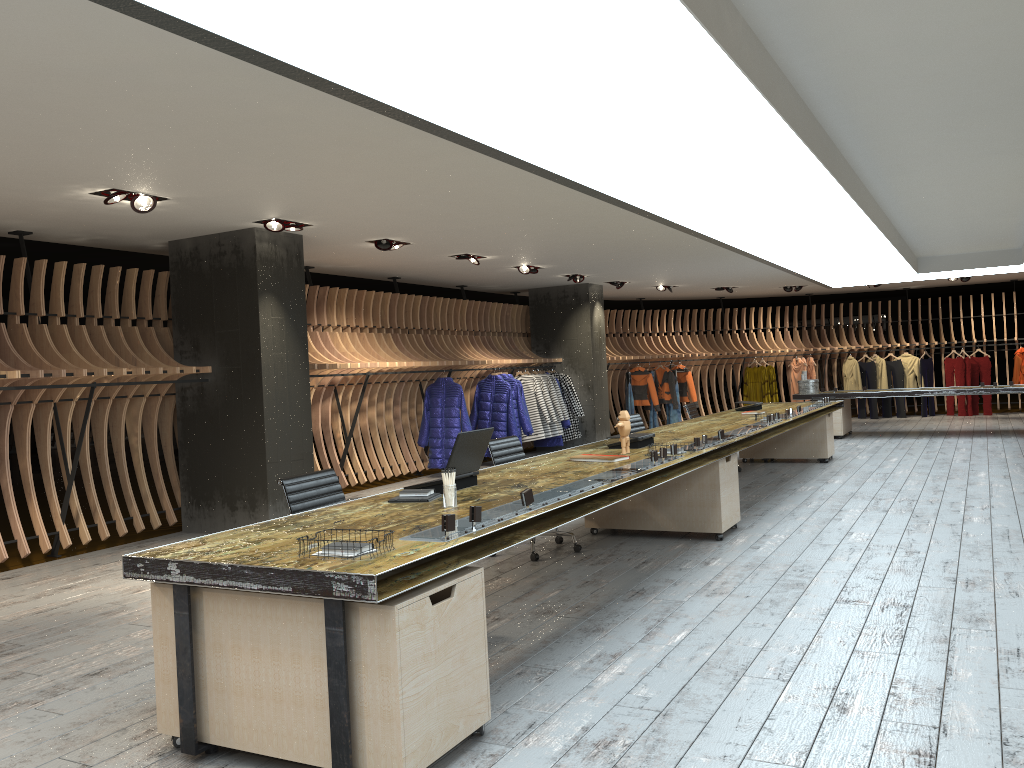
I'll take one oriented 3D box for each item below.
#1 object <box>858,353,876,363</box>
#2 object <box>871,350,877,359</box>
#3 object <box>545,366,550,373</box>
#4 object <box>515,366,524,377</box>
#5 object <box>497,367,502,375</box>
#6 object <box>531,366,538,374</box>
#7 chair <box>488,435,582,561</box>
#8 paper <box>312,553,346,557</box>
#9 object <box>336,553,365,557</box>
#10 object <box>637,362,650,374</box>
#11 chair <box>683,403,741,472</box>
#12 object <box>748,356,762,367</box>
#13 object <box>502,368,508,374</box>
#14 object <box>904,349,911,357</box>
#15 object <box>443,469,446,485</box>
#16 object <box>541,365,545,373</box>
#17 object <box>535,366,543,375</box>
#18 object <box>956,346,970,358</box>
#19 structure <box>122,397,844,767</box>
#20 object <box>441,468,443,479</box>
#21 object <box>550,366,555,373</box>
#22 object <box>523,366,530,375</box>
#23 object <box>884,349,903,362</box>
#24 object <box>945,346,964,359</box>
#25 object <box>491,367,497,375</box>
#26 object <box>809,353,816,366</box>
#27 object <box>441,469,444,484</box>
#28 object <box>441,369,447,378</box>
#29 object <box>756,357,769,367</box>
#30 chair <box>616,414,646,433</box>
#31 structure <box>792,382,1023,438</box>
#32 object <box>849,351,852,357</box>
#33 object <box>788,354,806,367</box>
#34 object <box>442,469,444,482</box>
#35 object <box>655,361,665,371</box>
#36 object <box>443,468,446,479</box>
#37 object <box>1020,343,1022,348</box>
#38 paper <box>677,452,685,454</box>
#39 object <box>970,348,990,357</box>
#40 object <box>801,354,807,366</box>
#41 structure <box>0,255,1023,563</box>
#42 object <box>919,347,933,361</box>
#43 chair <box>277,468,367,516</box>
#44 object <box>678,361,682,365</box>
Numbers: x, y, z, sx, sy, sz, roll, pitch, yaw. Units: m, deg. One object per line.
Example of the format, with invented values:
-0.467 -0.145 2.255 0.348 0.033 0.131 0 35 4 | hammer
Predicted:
7.497 -0.572 18.798 0.012 0.270 0.525 -3 0 -27 | object
7.695 -0.581 18.782 0.012 0.270 0.525 -3 0 -17 | object
0.619 -0.147 14.649 0.516 0.316 0.012 -3 0 28 | object
0.137 -0.121 13.734 0.517 0.313 0.012 -3 0 28 | object
-0.175 -0.109 13.171 0.523 0.291 0.012 -3 0 28 | object
0.370 -0.138 14.173 0.517 0.313 0.012 -3 0 28 | object
0.178 0.832 6.678 0.667 0.859 0.693 -3 0 19 | chair
-0.596 0.593 3.125 0.176 0.003 0.130 -3 1 26 | paper
-0.582 0.591 3.123 0.176 0.004 0.130 -2 1 33 | object
2.475 -0.302 17.274 0.525 0.270 0.012 -2 0 43 | object
2.475 0.662 10.956 0.667 0.859 0.693 -3 0 14 | chair
5.103 -0.448 18.635 0.012 0.270 0.525 -3 0 -32 | object
-0.106 -0.123 13.337 0.525 0.270 0.012 -3 0 28 | object
8.299 -0.612 18.664 0.012 0.270 0.525 -3 0 -37 | object
-0.308 0.475 4.098 0.007 0.170 0.030 -3 0 12 | object
0.495 -0.169 14.535 0.525 0.270 0.012 -3 0 28 | object
0.454 -0.145 14.331 0.517 0.313 0.012 -3 0 28 | object
9.318 -0.659 18.324 0.012 0.270 0.525 -3 1 -2 | object
1.534 0.760 7.622 1.161 0.844 10.455 -3 1 28 | structure
-0.313 0.475 4.112 0.030 0.170 0.007 -3 0 -39 | object
0.704 -0.155 14.817 0.517 0.313 0.012 -3 0 28 | object
0.247 -0.129 13.942 0.517 0.313 0.012 -3 0 28 | object
7.994 -0.596 18.717 0.012 0.270 0.525 -3 0 -37 | object
9.165 -0.652 18.390 0.012 0.270 0.525 -3 0 -17 | object
-0.270 -0.098 13.062 0.523 0.292 0.012 -3 0 28 | object
6.328 -0.515 18.825 0.012 0.270 0.525 -3 1 -7 | object
-0.312 0.475 4.107 0.007 0.170 0.030 -3 0 39 | object
-0.909 -0.064 11.825 0.525 0.270 0.012 -3 0 28 | object
5.278 -0.458 18.686 0.012 0.270 0.525 -3 0 -32 | object
1.447 0.739 8.999 0.667 0.859 0.693 -3 0 24 | chair
3.053 0.696 6.570 4.834 0.844 18.482 -3 1 28 | structure
7.190 -0.556 18.830 0.012 0.270 0.525 -3 1 -7 | object
6.046 -0.501 18.815 0.012 0.270 0.525 -3 0 -27 | object
-0.310 0.475 4.102 0.007 0.170 0.030 -3 0 24 | object
2.949 -0.328 17.629 0.012 0.270 0.525 -3 0 -42 | object
-0.305 0.475 4.129 0.030 0.170 0.007 -3 0 14 | object
10.243 -0.698 17.842 0.012 0.270 0.525 -3 0 43 | object
1.087 0.470 6.055 0.176 0.004 0.130 -2 1 37 | paper
9.581 -0.671 18.204 0.012 0.270 0.525 -3 0 -22 | object
6.164 -0.507 18.828 0.012 0.270 0.525 -3 1 -2 | object
1.679 -0.051 2.672 14.877 2.440 36.568 -3 1 28 | structure
8.662 -0.631 18.562 0.525 0.270 0.012 -3 0 -37 | object
-0.859 0.909 4.776 0.667 0.859 0.693 -3 0 14 | chair
3.400 -0.357 17.929 0.012 0.270 0.525 -3 0 -32 | object
